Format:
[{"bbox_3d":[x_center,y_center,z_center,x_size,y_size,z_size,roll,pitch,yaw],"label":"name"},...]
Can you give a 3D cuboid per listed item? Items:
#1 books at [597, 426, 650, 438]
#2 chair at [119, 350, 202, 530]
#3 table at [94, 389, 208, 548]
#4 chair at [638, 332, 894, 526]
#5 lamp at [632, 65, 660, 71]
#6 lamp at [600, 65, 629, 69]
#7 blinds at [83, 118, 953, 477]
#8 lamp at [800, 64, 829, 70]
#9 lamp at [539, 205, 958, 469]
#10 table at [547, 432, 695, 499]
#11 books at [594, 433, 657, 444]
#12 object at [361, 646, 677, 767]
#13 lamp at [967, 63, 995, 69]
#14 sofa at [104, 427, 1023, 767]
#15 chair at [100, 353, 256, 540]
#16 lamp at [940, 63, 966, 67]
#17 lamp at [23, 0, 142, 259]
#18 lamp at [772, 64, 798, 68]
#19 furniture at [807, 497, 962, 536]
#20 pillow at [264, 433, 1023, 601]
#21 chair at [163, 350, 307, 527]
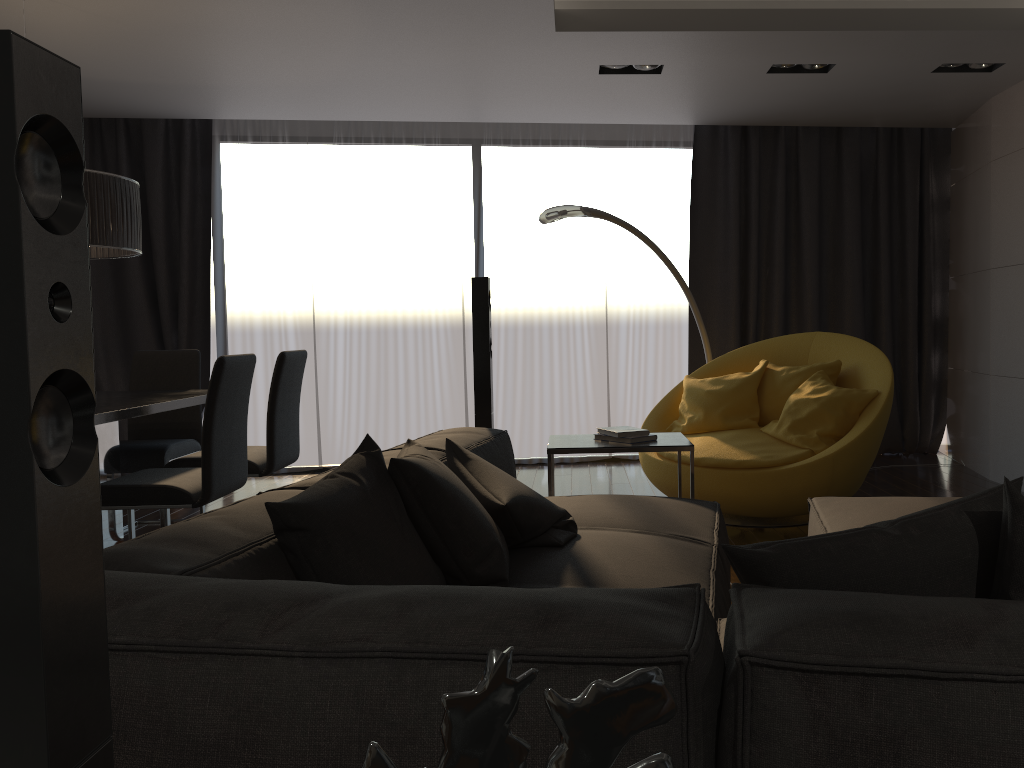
[{"bbox_3d":[0.480,0.206,3.810,0.161,0.022,0.197,-2,4,-22],"label":"books"},{"bbox_3d":[-1.939,0.308,4.681,0.428,0.964,0.572,-1,3,2],"label":"chair"},{"bbox_3d":[-1.993,0.462,3.828,1.041,0.760,1.603,-1,3,2],"label":"table"},{"bbox_3d":[1.406,0.216,4.952,1.194,1.005,1.442,-3,4,-32],"label":"chair"},{"bbox_3d":[0.761,-1.820,4.964,0.173,0.077,0.181,0,3,13],"label":"lamp"},{"bbox_3d":[0.580,-1.816,4.957,0.179,0.077,0.175,-1,3,-4],"label":"lamp"},{"bbox_3d":[-0.346,-0.783,6.478,7.621,2.893,0.735,-2,3,-9],"label":"blinds"},{"bbox_3d":[1.729,-1.838,5.002,0.173,0.077,0.181,0,3,13],"label":"lamp"},{"bbox_3d":[2.148,-0.257,6.172,4.402,1.778,0.559,-2,3,-22],"label":"lamp"},{"bbox_3d":[0.465,0.522,3.813,0.602,0.563,0.450,-1,3,0],"label":"table"},{"bbox_3d":[0.489,0.229,3.800,0.172,0.023,0.219,-4,4,-39],"label":"books"},{"bbox_3d":[-0.002,0.301,0.536,0.298,0.287,0.271,-3,4,-29],"label":"object"},{"bbox_3d":[2.699,-1.856,5.040,0.173,0.077,0.181,0,3,13],"label":"lamp"},{"bbox_3d":[0.721,0.545,2.137,2.688,0.703,2.530,0,3,11],"label":"sofa"},{"bbox_3d":[-1.344,0.369,3.493,0.573,0.964,0.427,-1,3,0],"label":"chair"},{"bbox_3d":[2.518,-1.853,5.032,0.171,0.077,0.183,0,4,20],"label":"lamp"},{"bbox_3d":[-2.044,-1.115,3.733,0.773,1.102,0.835,0,3,25],"label":"lamp"},{"bbox_3d":[1.548,-1.834,4.995,0.171,0.077,0.183,0,4,20],"label":"lamp"},{"bbox_3d":[1.533,0.620,2.822,1.075,0.439,1.117,0,3,11],"label":"furniture"},{"bbox_3d":[0.158,0.327,1.714,1.113,0.431,1.991,-3,4,-36],"label":"pillow"},{"bbox_3d":[-1.295,0.326,4.192,0.573,0.964,0.427,-1,3,0],"label":"chair"}]
